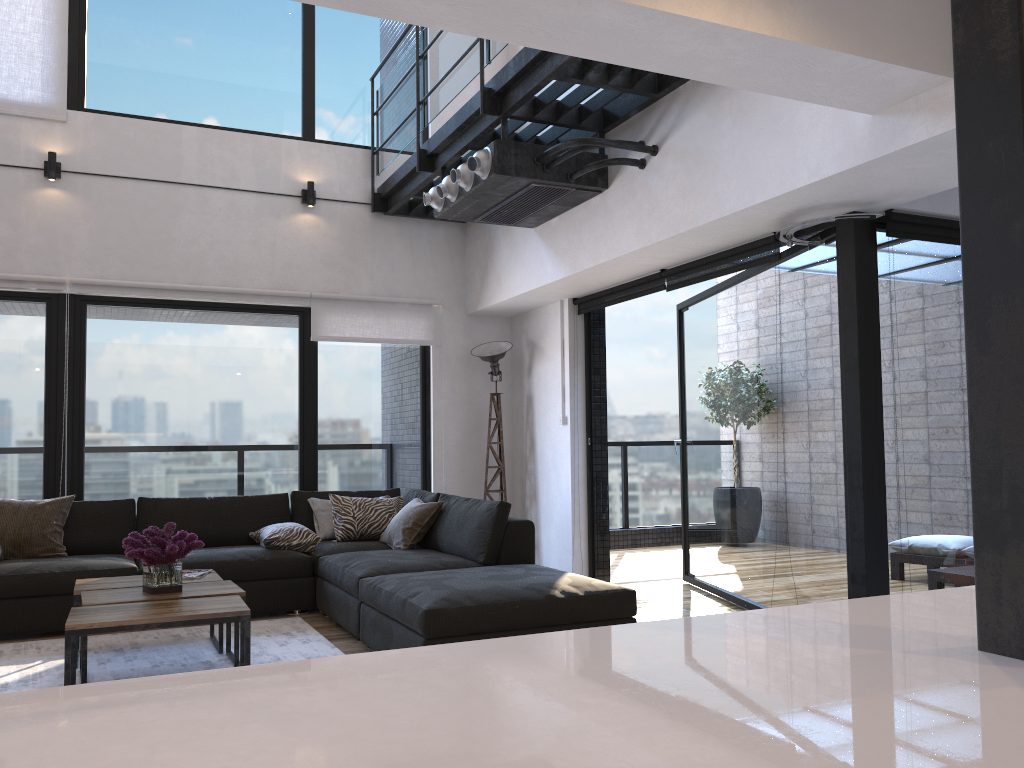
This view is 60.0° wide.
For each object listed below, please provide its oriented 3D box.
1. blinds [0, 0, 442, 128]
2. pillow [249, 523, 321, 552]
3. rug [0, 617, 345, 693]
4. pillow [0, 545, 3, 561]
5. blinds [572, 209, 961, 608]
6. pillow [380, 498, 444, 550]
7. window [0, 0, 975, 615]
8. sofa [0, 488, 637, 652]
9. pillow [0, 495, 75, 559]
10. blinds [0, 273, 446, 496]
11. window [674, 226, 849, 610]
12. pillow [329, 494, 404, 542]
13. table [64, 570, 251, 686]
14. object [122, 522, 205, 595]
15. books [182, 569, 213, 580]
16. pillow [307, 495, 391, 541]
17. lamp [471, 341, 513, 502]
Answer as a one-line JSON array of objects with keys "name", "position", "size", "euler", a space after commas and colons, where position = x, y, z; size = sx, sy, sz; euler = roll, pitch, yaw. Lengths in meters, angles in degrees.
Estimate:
[{"name": "blinds", "position": [-4.782, -2.624, 4.155], "size": [1.996, 2.973, 10.208], "euler": [-4, -5, 44]}, {"name": "pillow", "position": [-1.451, 0.976, 5.641], "size": [0.356, 0.177, 0.531], "euler": [1, -5, -27]}, {"name": "rug", "position": [-1.540, 1.271, 3.880], "size": [1.637, 0.003, 2.115], "euler": [1, -5, -25]}, {"name": "pillow", "position": [-2.907, 0.879, 4.839], "size": [0.212, 0.265, 0.499], "euler": [1, -4, -24]}, {"name": "blinds", "position": [1.945, 0.278, 4.882], "size": [3.861, 2.050, 1.830], "euler": [-2, -4, 19]}, {"name": "pillow", "position": [-0.645, 0.886, 5.599], "size": [0.273, 0.309, 0.547], "euler": [1, -4, -25]}, {"name": "window", "position": [-2.445, -1.267, 4.345], "size": [13.398, 5.562, 5.668], "euler": [1, -4, -25]}, {"name": "sofa", "position": [-1.435, 0.978, 4.647], "size": [3.044, 0.700, 3.001], "euler": [1, -5, -25]}, {"name": "pillow", "position": [-2.912, 0.840, 5.211], "size": [0.609, 0.382, 0.265], "euler": [1, -4, -24]}, {"name": "blinds", "position": [-2.920, 0.306, 5.853], "size": [5.369, 2.042, 0.096], "euler": [1, -4, -25]}, {"name": "window", "position": [1.414, 0.338, 5.392], "size": [0.100, 2.049, 2.451], "euler": [0, -4, -8]}, {"name": "pillow", "position": [-0.949, 0.883, 5.907], "size": [0.532, 0.314, 0.251], "euler": [1, -4, -21]}, {"name": "table", "position": [-1.563, 1.099, 3.922], "size": [0.697, 0.350, 1.299], "euler": [1, -4, -24]}, {"name": "object", "position": [-1.559, 0.756, 3.968], "size": [0.342, 0.342, 0.375], "euler": [1, -4, -23]}, {"name": "books", "position": [-1.643, 0.957, 4.453], "size": [0.228, 0.013, 0.295], "euler": [0, -4, -4]}, {"name": "pillow", "position": [-1.073, 0.915, 6.021], "size": [0.611, 0.293, 0.235], "euler": [1, -4, -24]}, {"name": "lamp", "position": [-0.455, 0.547, 6.572], "size": [1.468, 1.826, 0.425], "euler": [2, -4, -40]}]
